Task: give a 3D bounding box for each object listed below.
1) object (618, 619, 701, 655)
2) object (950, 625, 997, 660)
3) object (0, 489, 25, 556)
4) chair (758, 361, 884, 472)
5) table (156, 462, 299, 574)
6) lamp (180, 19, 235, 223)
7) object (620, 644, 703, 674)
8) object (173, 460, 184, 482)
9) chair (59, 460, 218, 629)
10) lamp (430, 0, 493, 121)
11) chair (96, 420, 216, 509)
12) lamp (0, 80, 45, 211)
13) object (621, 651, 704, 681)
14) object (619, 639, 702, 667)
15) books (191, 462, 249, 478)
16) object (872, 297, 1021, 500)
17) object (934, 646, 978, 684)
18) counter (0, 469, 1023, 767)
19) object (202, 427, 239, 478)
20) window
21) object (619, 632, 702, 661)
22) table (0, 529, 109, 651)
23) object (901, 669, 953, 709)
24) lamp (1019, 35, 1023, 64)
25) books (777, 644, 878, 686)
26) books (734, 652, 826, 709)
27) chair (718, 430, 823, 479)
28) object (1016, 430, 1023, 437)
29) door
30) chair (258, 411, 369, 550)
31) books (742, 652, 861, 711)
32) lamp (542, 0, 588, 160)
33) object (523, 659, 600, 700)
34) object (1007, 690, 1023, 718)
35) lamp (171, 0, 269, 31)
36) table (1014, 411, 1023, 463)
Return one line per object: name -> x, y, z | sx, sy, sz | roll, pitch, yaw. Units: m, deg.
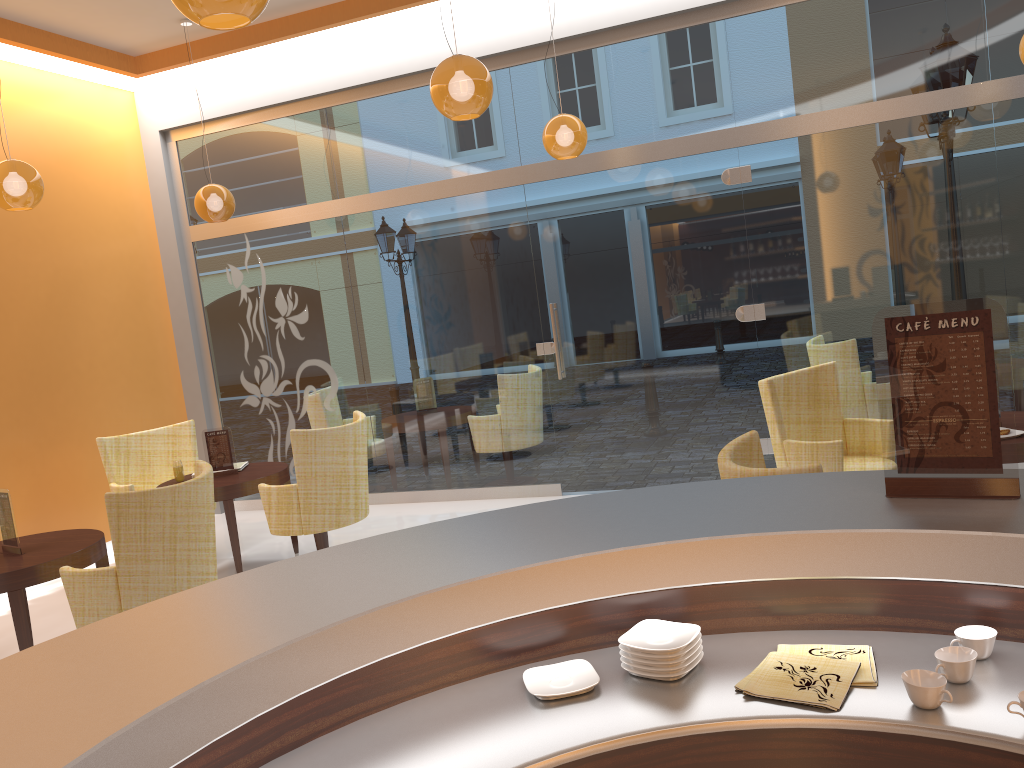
object -> 0.313, 0.538, 1.878 | 0.153, 0.020, 0.153 | -3, 7, 37
object -> 0.912, 0.514, 1.744 | 0.073, 0.050, 0.086 | -3, 7, 41
object -> -2.559, 0.693, 4.486 | 0.209, 0.335, 0.042 | -3, 7, 38
chair -> 1.809, 0.419, 5.022 | 0.729, 1.017, 0.685 | -12, 7, -38
table -> -1.941, 0.967, 6.129 | 0.874, 0.679, 0.872 | -10, 6, -24
lamp -> -2.353, -1.987, 6.733 | 0.299, 1.500, 0.299 | -5, 6, 20
object -> 0.318, 0.578, 1.882 | 0.153, 0.020, 0.153 | -3, 7, 37
object -> -2.292, 0.597, 6.095 | 0.067, 0.148, 0.067 | -2, 8, 44
chair -> -1.751, 0.948, 4.313 | 0.685, 1.017, 0.729 | -6, 6, 17
lamp -> -0.315, -1.994, 4.101 | 0.299, 1.500, 0.299 | -4, 6, 30
chair -> -2.602, 0.833, 6.613 | 0.729, 1.017, 0.685 | -12, 7, -38
lamp -> -2.939, -1.748, 5.047 | 0.299, 1.500, 0.299 | -5, 6, 20
object -> 0.320, 0.592, 1.883 | 0.153, 0.020, 0.153 | -3, 7, 37
object -> 0.317, 0.565, 1.880 | 0.153, 0.020, 0.153 | -3, 7, 37
books -> -2.071, 0.608, 6.308 | 0.339, 0.028, 0.273 | -8, 6, -5
object -> 0.909, 0.034, 1.870 | 0.258, 0.414, 0.052 | -4, 7, 34
object -> 0.834, 0.532, 1.662 | 0.073, 0.050, 0.086 | -5, 6, 26
counter -> 0.089, 0.939, 1.534 | 2.917, 1.100, 1.586 | -10, 6, -25
object -> -2.005, 0.466, 6.081 | 0.209, 0.335, 0.042 | -7, 6, 3
window -> 0.957, -0.896, 6.751 | 8.200, 3.380, 0.040 | -5, 6, 20
object -> 0.315, 0.551, 1.879 | 0.153, 0.020, 0.153 | -3, 7, 37
table -> -2.497, 1.195, 4.526 | 0.874, 0.679, 0.872 | -11, 7, -33
object -> 0.744, 0.551, 1.587 | 0.086, 0.050, 0.073 | -4, 6, 31
lamp -> 2.894, -2.480, 4.840 | 0.299, 1.500, 0.299 | -9, 6, -12
books -> 0.634, 0.565, 1.796 | 0.193, 0.009, 0.189 | -5, 6, 19
books -> 0.560, 0.579, 1.748 | 0.187, 0.011, 0.189 | -3, 7, 39
chair -> 1.118, 0.695, 3.103 | 0.685, 1.017, 0.729 | -8, 6, -2
object -> 2.324, 0.243, 4.285 | 0.234, 0.020, 0.234 | -8, 6, -9
door -> 1.020, -0.403, 6.799 | 1.640, 2.499, 0.020 | -5, 6, 20
chair -> -1.244, 0.740, 5.774 | 0.685, 1.017, 0.729 | -5, 6, 23
books -> 0.567, 0.576, 1.733 | 0.185, 0.016, 0.188 | -4, 7, 35
lamp -> 0.270, -2.234, 5.786 | 0.299, 1.500, 0.299 | -8, 6, -6
object -> 0.103, 0.622, 1.859 | 0.153, 0.020, 0.153 | -8, 6, -9
object -> 0.882, 0.544, 1.469 | 0.086, 0.050, 0.073 | -10, 6, -25
lamp -> -0.900, -1.755, 2.416 | 0.299, 1.500, 0.299 | -8, 6, -2
table -> 2.471, 0.553, 4.539 | 0.874, 0.679, 0.872 | -10, 6, -24
